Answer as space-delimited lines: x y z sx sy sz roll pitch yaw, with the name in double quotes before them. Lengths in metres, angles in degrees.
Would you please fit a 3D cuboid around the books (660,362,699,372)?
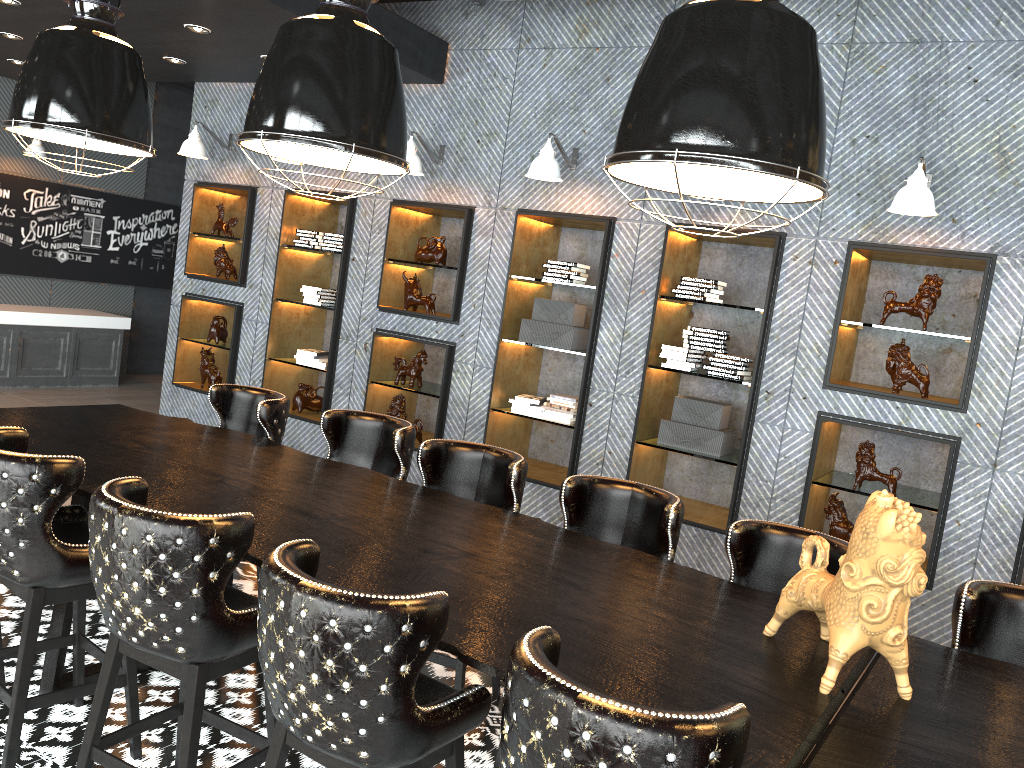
"books" 1.074 -0.110 5.664 0.194 0.028 0.245 11 6 23

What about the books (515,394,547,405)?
"books" 0.135 0.108 6.260 0.179 0.029 0.225 10 6 15

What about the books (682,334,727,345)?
"books" 1.218 -0.285 5.626 0.245 0.028 0.194 8 6 0

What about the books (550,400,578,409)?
"books" 0.384 0.139 6.102 0.247 0.023 0.244 10 6 15

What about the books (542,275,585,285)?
"books" 0.358 -0.714 6.129 0.246 0.028 0.193 12 7 30

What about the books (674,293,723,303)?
"books" 1.184 -0.541 5.628 0.193 0.028 0.246 3 8 -43

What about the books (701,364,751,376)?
"books" 1.338 -0.086 5.528 0.246 0.028 0.193 13 8 41

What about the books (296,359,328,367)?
"books" -1.636 -0.179 7.305 0.243 0.034 0.180 8 6 -1

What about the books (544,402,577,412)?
"books" 0.354 0.158 6.092 0.197 0.023 0.248 3 8 -43

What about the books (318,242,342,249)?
"books" -1.408 -1.107 7.147 0.245 0.028 0.193 10 6 17

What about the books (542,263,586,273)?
"books" 0.362 -0.802 6.149 0.246 0.028 0.193 13 7 36

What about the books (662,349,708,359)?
"books" 1.096 -0.190 5.634 0.194 0.028 0.245 14 8 43

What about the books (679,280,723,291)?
"books" 1.207 -0.626 5.648 0.246 0.028 0.193 11 6 22

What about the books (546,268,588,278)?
"books" 0.385 -0.766 6.113 0.245 0.028 0.193 11 6 21

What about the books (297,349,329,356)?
"books" -1.636 -0.259 7.299 0.179 0.029 0.225 10 6 13

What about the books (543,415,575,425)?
"books" 0.346 0.243 6.084 0.228 0.023 0.167 12 7 30

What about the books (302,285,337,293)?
"books" -1.561 -0.773 7.237 0.194 0.028 0.245 11 6 23

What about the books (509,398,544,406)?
"books" 0.111 0.127 6.297 0.175 0.024 0.243 12 7 29

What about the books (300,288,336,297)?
"books" -1.571 -0.746 7.230 0.194 0.028 0.245 12 7 33

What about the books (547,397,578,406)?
"books" 0.370 0.118 6.081 0.206 0.020 0.197 12 7 32

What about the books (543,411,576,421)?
"books" 0.346 0.222 6.091 0.224 0.021 0.158 13 8 39

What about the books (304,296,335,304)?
"books" -1.533 -0.679 7.196 0.194 0.028 0.245 13 8 39

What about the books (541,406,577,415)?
"books" 0.350 0.180 6.082 0.264 0.019 0.205 12 7 29

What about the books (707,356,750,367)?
"books" 1.361 -0.144 5.560 0.245 0.028 0.193 10 6 20

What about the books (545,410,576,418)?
"books" 0.348 0.200 6.090 0.228 0.022 0.202 12 7 33

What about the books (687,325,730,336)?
"books" 1.241 -0.338 5.611 0.245 0.028 0.194 9 6 5

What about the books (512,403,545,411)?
"books" 0.114 0.155 6.268 0.227 0.024 0.166 8 6 -2

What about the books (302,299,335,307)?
"books" -1.555 -0.659 7.246 0.194 0.028 0.245 11 7 26

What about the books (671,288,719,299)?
"books" 1.164 -0.574 5.639 0.246 0.028 0.193 13 8 41

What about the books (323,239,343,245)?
"books" -1.378 -1.136 7.192 0.245 0.028 0.194 10 6 12

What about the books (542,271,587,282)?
"books" 0.364 -0.741 6.114 0.246 0.028 0.193 13 8 41

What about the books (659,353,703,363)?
"books" 1.083 -0.168 5.679 0.194 0.028 0.245 13 7 36

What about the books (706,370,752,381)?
"books" 1.366 -0.055 5.546 0.246 0.028 0.193 12 7 34

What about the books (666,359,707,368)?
"books" 1.112 -0.131 5.641 0.194 0.028 0.245 12 7 29

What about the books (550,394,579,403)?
"books" 0.381 0.095 6.101 0.212 0.024 0.185 11 6 25

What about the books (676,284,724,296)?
"books" 1.196 -0.599 5.643 0.246 0.028 0.193 13 7 38

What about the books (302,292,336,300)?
"books" -1.552 -0.714 7.232 0.194 0.028 0.245 12 7 30

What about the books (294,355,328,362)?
"books" -1.649 -0.210 7.302 0.227 0.024 0.166 10 6 16

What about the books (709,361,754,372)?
"books" 1.383 -0.113 5.571 0.246 0.028 0.193 11 7 26

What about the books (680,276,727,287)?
"books" 1.223 -0.653 5.650 0.246 0.028 0.193 12 7 30

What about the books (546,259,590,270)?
"books" 0.390 -0.822 6.109 0.246 0.028 0.193 12 7 33

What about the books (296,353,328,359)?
"books" -1.636 -0.234 7.320 0.175 0.024 0.243 11 6 21

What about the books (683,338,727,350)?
"books" 1.215 -0.253 5.590 0.245 0.028 0.194 9 6 2

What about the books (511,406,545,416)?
"books" 0.127 0.186 6.270 0.243 0.034 0.180 9 6 9

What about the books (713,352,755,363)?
"books" 1.402 -0.165 5.547 0.246 0.028 0.193 11 6 25

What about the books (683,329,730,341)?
"books" 1.225 -0.311 5.605 0.245 0.028 0.194 7 6 -9

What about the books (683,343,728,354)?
"books" 1.217 -0.225 5.599 0.245 0.028 0.194 8 6 -1

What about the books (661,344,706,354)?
"books" 1.094 -0.222 5.659 0.194 0.028 0.245 13 7 37
